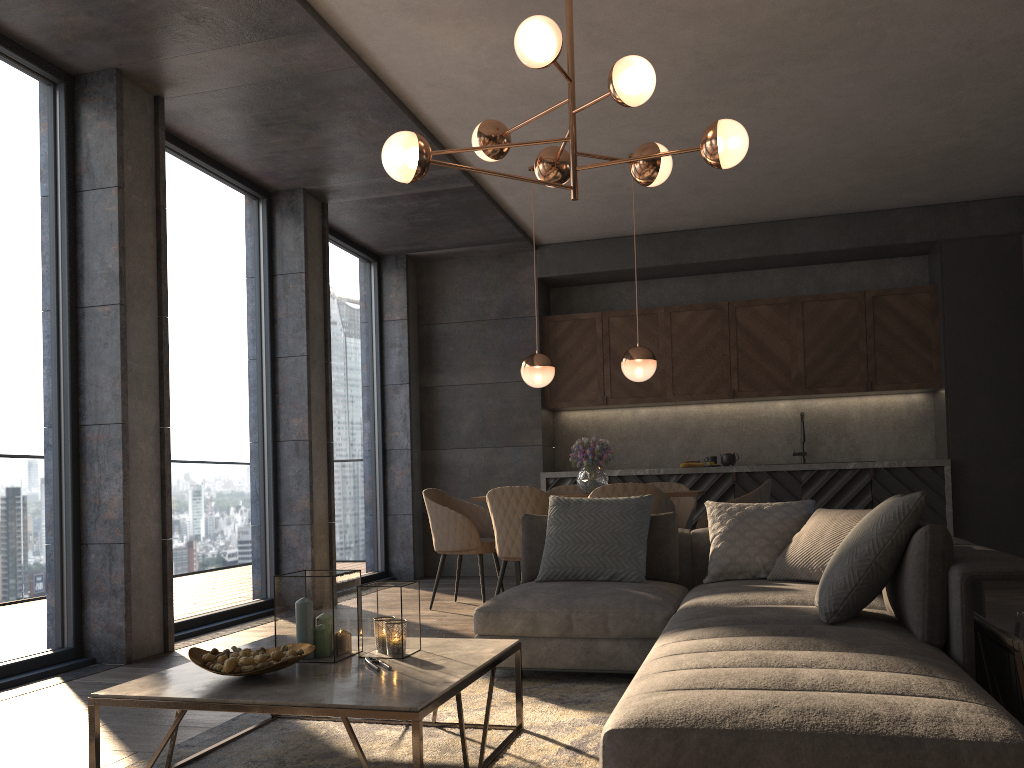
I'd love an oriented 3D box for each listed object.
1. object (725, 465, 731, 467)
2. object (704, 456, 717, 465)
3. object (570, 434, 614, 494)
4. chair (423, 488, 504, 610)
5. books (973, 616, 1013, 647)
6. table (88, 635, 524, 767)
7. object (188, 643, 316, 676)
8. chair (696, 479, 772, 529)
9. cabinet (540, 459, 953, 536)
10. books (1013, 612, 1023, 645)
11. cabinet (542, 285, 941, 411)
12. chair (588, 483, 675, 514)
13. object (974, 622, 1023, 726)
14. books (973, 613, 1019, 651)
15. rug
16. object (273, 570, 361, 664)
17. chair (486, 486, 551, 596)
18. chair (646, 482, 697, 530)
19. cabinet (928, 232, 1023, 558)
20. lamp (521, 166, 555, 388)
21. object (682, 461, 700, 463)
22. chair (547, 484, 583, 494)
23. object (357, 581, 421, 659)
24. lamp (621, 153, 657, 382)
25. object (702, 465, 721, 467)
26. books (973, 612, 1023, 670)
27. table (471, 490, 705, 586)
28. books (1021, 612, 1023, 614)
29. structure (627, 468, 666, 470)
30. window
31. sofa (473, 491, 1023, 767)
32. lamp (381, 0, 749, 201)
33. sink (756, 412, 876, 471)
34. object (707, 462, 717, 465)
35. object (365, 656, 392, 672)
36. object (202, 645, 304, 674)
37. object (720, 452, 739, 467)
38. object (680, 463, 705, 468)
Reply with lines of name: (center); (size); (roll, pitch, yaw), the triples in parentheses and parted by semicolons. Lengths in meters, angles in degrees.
object: (1.723, 0.736, 7.868); (0.490, 0.040, 0.286); (-3, -7, 11)
object: (1.802, 0.705, 7.978); (0.112, 0.103, 0.091); (2, -5, -42)
object: (0.551, 0.543, 6.020); (0.298, 0.407, 0.330); (-1, -4, -14)
chair: (-0.336, 1.148, 6.227); (0.511, 0.833, 0.557); (-3, -3, 20)
books: (1.504, 0.924, 2.747); (0.062, 0.354, 0.570); (-2, -5, 15)
table: (-0.537, 0.990, 2.637); (0.931, 0.308, 0.935); (-3, -6, 15)
object: (-0.734, 0.784, 2.507); (0.347, 0.083, 0.349); (-1, -6, -7)
chair: (1.425, 1.039, 5.710); (0.511, 0.833, 0.557); (-3, -3, 20)
cabinet: (1.983, 1.209, 7.825); (3.395, 0.947, 0.602); (-3, -3, 15)
books: (1.614, 0.917, 2.711); (0.064, 0.353, 0.570); (-2, -5, 15)
cabinet: (1.973, -0.282, 7.974); (3.395, 0.863, 0.370); (-3, -3, 15)
chair: (0.715, 1.016, 5.347); (0.555, 0.833, 0.512); (-2, -3, 10)
object: (1.546, 0.922, 2.654); (0.216, 0.350, 0.670); (-2, -6, 15)
books: (1.518, 0.923, 2.740); (0.068, 0.353, 0.570); (-2, -5, 15)
rug: (-0.186, 1.179, 2.980); (1.731, 0.020, 3.159); (-3, -7, 15)
object: (-0.602, 0.720, 2.760); (0.199, 0.260, 0.197); (-3, -3, 15)
chair: (0.125, 1.051, 5.507); (0.556, 0.833, 0.511); (-3, -3, 25)
chair: (1.071, 1.131, 6.420); (0.555, 0.833, 0.512); (-2, -3, 15)
cabinet: (4.082, 0.146, 6.945); (1.188, 2.746, 1.206); (-2, -2, 15)
lamp: (0.162, -0.742, 6.150); (0.239, 1.540, 0.239); (-2, -2, 21)
object: (1.628, 0.731, 8.032); (0.157, 0.068, 0.117); (-2, -5, 0)
chair: (0.450, 1.171, 6.615); (0.555, 0.833, 0.512); (-2, -3, 10)
object: (-0.384, 0.736, 2.768); (0.148, 0.220, 0.150); (-2, -3, 15)
lamp: (0.836, -0.783, 5.963); (0.239, 1.540, 0.240); (-1, -2, -9)
object: (1.765, 0.729, 7.814); (0.171, 0.020, 0.170); (-7, -9, 41)
books: (1.536, 0.923, 2.733); (0.079, 0.351, 0.570); (-2, -5, 15)
table: (0.548, 1.128, 5.979); (1.468, 0.767, 0.772); (-3, -4, 15)
books: (1.624, 0.916, 2.701); (0.064, 0.353, 0.570); (-2, -5, 15)
structure: (1.174, 0.790, 8.072); (0.611, 0.017, 0.507); (-3, -7, 15)
window: (-2.180, -0.063, 4.687); (0.199, 2.985, 7.301); (-2, -6, 15)
sofa: (0.710, 0.789, 3.173); (2.025, 0.780, 2.925); (-3, -6, 15)
lamp: (0.157, -1.259, 3.876); (1.463, 1.035, 1.020); (-1, -4, -8)
sink: (2.620, 0.505, 7.700); (0.963, 0.545, 0.462); (-3, -4, 15)
object: (1.765, 0.711, 7.814); (0.120, 0.045, 0.117); (-4, -6, 20)
object: (-0.398, 0.819, 2.588); (0.046, 0.012, 0.182); (1, -7, -23)
object: (-0.735, 0.785, 2.498); (0.277, 0.071, 0.326); (-2, -6, 5)
object: (1.949, 0.679, 7.935); (0.136, 0.137, 0.153); (-1, -4, -12)
object: (1.616, 0.728, 7.883); (0.301, 0.054, 0.071); (3, -6, -33)
